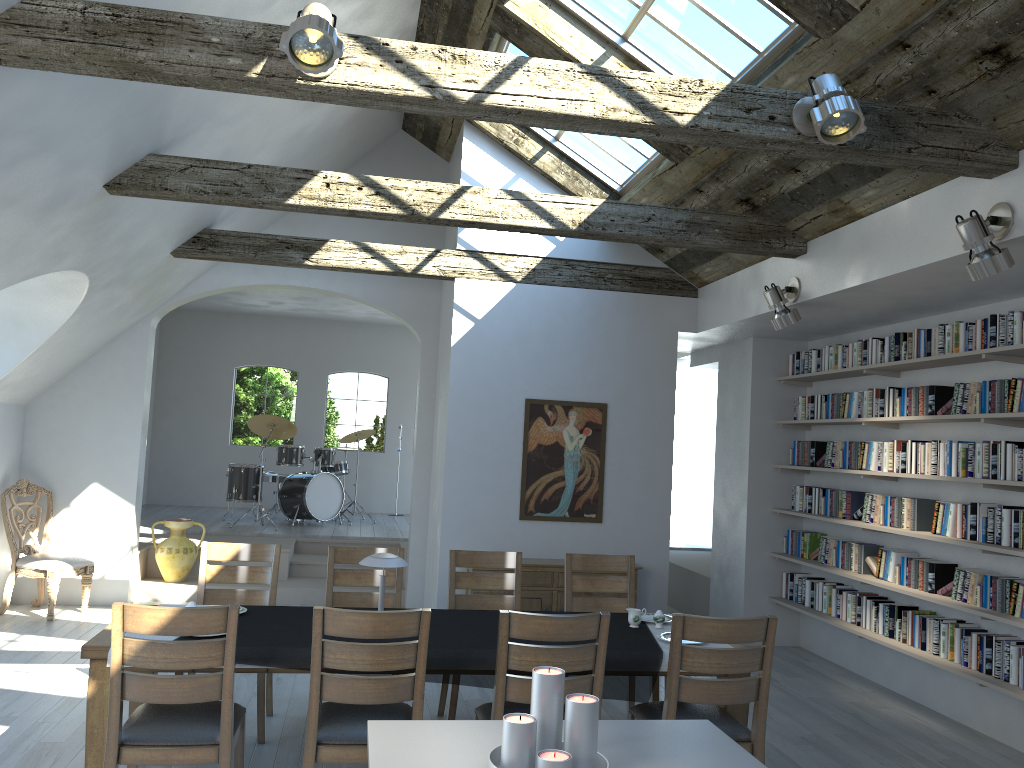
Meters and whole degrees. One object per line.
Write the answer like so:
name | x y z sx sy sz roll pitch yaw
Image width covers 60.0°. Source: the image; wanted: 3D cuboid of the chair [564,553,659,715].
chair | 0.586 1.586 5.452 0.514 1.006 0.605 4 -4 -10

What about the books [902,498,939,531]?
books | 2.882 0.923 6.272 0.189 0.220 0.156 4 -4 -10

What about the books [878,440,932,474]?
books | 2.880 0.530 6.443 0.214 0.237 0.490 4 -4 -10

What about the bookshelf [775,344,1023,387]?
bookshelf | 3.241 -0.236 4.289 0.315 0.070 7.825 4 -4 -10

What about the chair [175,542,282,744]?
chair | -1.613 1.446 5.073 0.514 1.006 0.605 4 -4 -10

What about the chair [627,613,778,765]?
chair | 0.841 1.502 4.004 0.514 1.006 0.605 4 -4 -10

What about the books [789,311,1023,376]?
books | 2.891 -0.245 6.692 0.242 0.237 2.981 4 -4 -10

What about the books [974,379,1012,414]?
books | 3.063 0.093 5.544 0.209 0.220 0.278 4 -4 -11

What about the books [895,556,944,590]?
books | 2.861 1.336 6.250 0.209 0.220 0.278 4 -4 -11

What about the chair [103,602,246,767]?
chair | -1.358 1.361 3.625 0.514 1.006 0.605 4 -4 -10

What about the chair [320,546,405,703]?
chair | -0.880 1.493 5.199 0.514 1.006 0.605 4 -4 -10

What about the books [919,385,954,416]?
books | 2.969 0.124 6.061 0.189 0.224 0.345 4 -4 -10

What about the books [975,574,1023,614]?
books | 3.007 1.288 5.426 0.209 0.220 0.278 4 -4 -11

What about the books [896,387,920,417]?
books | 2.918 0.141 6.368 0.209 0.220 0.278 4 -4 -11

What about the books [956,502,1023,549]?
books | 3.235 0.799 4.313 0.242 0.237 2.981 4 -4 -10

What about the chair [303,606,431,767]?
chair | -0.625 1.408 3.751 0.514 1.006 0.605 4 -4 -10

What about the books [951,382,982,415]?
books | 3.019 0.105 5.784 0.189 0.228 0.249 4 -4 -10

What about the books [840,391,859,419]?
books | 2.784 0.179 7.117 0.189 0.228 0.249 4 -4 -10

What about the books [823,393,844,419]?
books | 2.739 0.196 7.383 0.209 0.220 0.278 4 -4 -11

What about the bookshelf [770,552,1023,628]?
bookshelf | 3.158 1.340 4.183 0.315 0.070 7.825 4 -4 -10

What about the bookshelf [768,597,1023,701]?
bookshelf | 3.137 1.734 4.157 0.315 0.070 7.825 4 -4 -10

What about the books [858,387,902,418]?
books | 2.852 0.154 6.747 0.214 0.237 0.490 4 -4 -10

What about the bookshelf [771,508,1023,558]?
bookshelf | 3.179 0.946 4.210 0.315 0.070 7.825 4 -4 -10

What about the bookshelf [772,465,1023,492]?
bookshelf | 3.199 0.552 4.236 0.315 0.070 7.825 4 -4 -10

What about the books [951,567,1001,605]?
books | 2.962 1.301 5.666 0.189 0.228 0.249 4 -4 -10

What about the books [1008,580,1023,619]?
books | 3.052 1.271 5.160 0.189 0.228 0.249 4 -4 -10

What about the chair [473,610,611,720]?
chair | 0.108 1.455 3.878 0.514 1.006 0.605 4 -4 -10

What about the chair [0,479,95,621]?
chair | -4.075 1.428 7.769 0.655 1.159 0.552 2 -4 15

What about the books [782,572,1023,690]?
books | 2.790 1.722 6.551 0.242 0.237 2.981 4 -4 -10

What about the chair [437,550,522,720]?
chair | -0.147 1.539 5.326 0.514 1.006 0.605 4 -4 -10

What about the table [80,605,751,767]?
table | -0.414 1.601 4.459 3.078 0.737 0.939 4 -4 -10

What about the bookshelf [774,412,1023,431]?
bookshelf | 3.220 0.158 4.263 0.315 0.070 7.825 4 -4 -10

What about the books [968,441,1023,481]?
books | 3.057 0.473 5.463 0.242 0.237 0.494 4 -4 -10

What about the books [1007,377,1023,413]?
books | 3.108 0.076 5.277 0.189 0.228 0.249 4 -4 -10

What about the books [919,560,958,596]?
books | 2.913 1.319 5.944 0.189 0.224 0.345 4 -4 -10

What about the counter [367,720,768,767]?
counter | 0.160 1.400 2.083 1.029 0.879 1.029 4 -4 -10

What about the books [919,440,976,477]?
books | 2.971 0.502 5.952 0.242 0.237 0.494 4 -4 -10

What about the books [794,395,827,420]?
books | 2.672 0.219 7.764 0.214 0.220 0.490 4 -4 -10
